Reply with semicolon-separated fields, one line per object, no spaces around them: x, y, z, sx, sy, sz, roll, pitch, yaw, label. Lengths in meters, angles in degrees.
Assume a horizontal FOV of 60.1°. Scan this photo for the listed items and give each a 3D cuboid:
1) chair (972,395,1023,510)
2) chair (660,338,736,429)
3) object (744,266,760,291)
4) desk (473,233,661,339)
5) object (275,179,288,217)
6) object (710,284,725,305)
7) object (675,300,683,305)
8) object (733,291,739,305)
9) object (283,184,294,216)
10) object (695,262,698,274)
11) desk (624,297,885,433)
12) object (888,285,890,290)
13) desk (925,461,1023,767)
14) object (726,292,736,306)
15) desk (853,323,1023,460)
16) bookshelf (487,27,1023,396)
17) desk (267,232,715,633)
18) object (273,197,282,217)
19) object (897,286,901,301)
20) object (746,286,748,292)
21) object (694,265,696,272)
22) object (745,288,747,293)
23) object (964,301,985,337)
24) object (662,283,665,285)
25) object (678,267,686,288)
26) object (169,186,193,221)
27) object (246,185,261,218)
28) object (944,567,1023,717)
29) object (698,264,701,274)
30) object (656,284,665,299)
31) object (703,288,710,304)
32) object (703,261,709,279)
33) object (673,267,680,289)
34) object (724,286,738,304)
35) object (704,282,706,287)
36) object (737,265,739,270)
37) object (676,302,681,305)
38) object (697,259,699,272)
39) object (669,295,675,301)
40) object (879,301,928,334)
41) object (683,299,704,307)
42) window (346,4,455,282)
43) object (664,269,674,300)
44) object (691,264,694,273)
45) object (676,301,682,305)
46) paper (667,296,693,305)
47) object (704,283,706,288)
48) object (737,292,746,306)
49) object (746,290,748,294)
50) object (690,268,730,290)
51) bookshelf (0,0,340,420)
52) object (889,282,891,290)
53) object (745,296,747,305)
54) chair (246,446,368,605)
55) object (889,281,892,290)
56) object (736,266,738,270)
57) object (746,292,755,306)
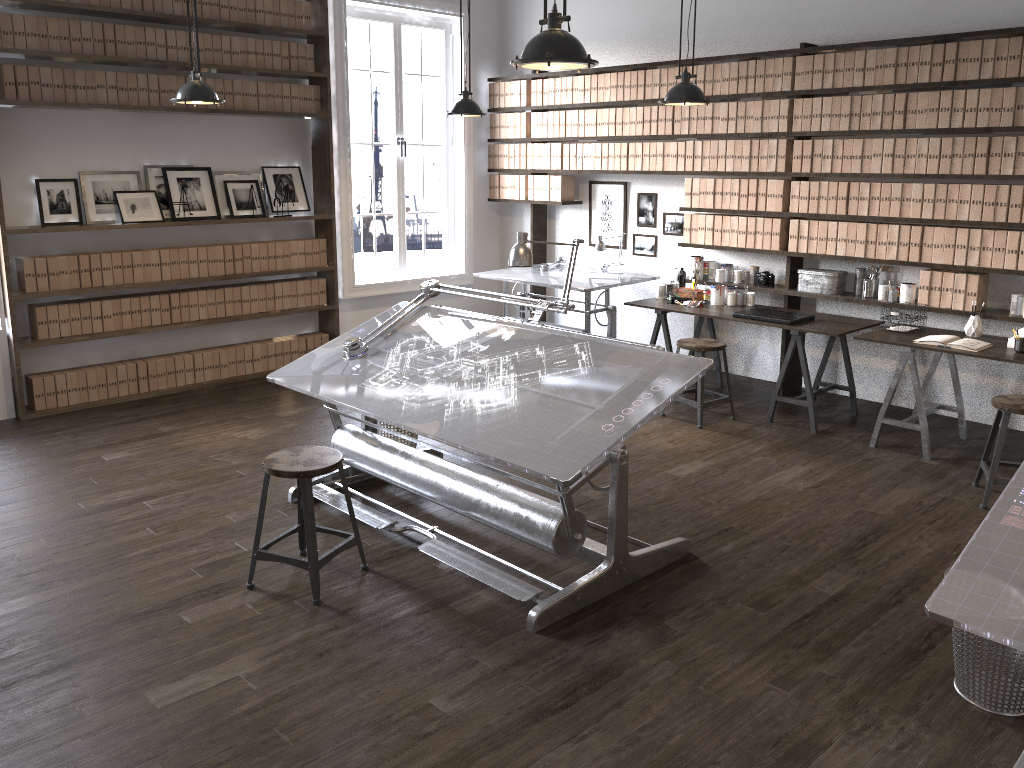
2.563;0.348;4.455;0.372;0.522;0.362;4;13;19;chair
1.250;-0.019;5.901;0.359;0.522;0.374;-8;15;-34;chair
1.781;-0.788;6.575;0.107;0.160;0.238;3;14;11;object
0.489;-0.684;7.354;1.076;1.087;1.276;-12;18;-42;desk
-1.824;-1.473;7.012;0.119;0.301;0.040;-11;16;-43;object
1.506;-0.653;6.492;0.105;0.140;0.104;10;16;38;object
1.229;-0.599;6.506;0.011;0.017;0.173;-2;14;-12;object
1.637;-0.628;6.469;0.044;0.100;0.045;-11;16;-43;object
-1.793;-1.470;7.082;0.111;0.259;0.040;-11;16;-43;object
1.368;-0.807;6.598;0.007;0.212;0.055;-2;12;-8;object
1.640;-0.183;6.258;0.659;0.662;1.678;-12;18;-42;desk
2.471;-0.598;5.783;0.035;0.102;0.004;11;15;41;object
2.101;0.577;1.775;1.082;1.372;2.081;-11;18;-42;desk
1.592;-0.617;6.427;0.062;0.093;0.062;-1;12;-3;object
2.858;0.135;5.007;0.659;0.662;1.678;-12;18;-42;desk
3.071;-0.512;5.344;0.375;3.174;9.230;-10;17;-42;bookshelf
-0.214;-0.027;4.152;1.082;1.372;2.293;-11;18;-42;desk
-1.843;-1.390;6.959;0.067;0.164;0.040;-11;16;-43;object
2.548;-0.591;5.807;0.044;0.100;0.045;-10;16;-40;object
1.708;-0.649;6.473;0.030;0.132;0.004;10;15;41;object
1.358;-0.796;6.618;0.022;0.178;0.006;-4;12;-20;object
1.699;-0.650;6.475;0.036;0.116;0.005;10;15;40;object
2.780;-0.389;5.316;0.101;0.207;0.102;0;12;1;object
1.181;-0.719;6.810;0.070;0.102;0.069;11;16;41;object
1.302;-0.781;6.804;0.069;0.227;0.068;11;16;42;object
-2.410;-1.309;6.438;0.175;0.257;0.040;-11;16;-43;object
-2.001;-1.408;6.839;0.124;0.257;0.040;-11;16;-43;object
1.560;0.822;2.833;0.353;0.374;0.356;-5;14;-22;object
1.382;-0.803;6.606;0.006;0.191;0.056;-11;16;-43;object
1.131;-0.704;6.751;0.068;0.103;0.069;-10;16;-38;object
1.432;-0.645;6.515;0.050;0.111;0.049;11;16;42;object
1.501;-0.888;6.880;0.050;0.138;0.051;11;16;43;object
1.241;-0.770;6.746;0.069;0.235;0.068;11;16;42;object
1.617;-0.656;6.532;0.094;0.127;0.095;-10;16;-39;object
1.440;-0.685;6.588;0.005;0.146;0.033;-10;15;-42;object
1.702;-0.838;6.700;0.004;0.132;0.030;-4;12;-21;object
1.224;-0.595;6.520;0.005;0.005;0.159;-2;14;-9;object
1.382;-0.820;6.615;0.021;0.226;0.007;-7;13;-31;object
1.204;-0.647;6.662;0.049;0.037;0.049;12;18;41;object
2.434;-0.411;5.500;0.285;0.159;0.205;-12;18;-42;object
1.311;-0.592;6.433;0.132;0.050;0.199;-3;14;-14;object
-0.994;-2.063;7.795;1.251;2.286;0.154;-11;16;-43;window
1.189;-0.754;6.698;0.069;0.227;0.068;11;16;42;object
1.365;-0.800;6.618;0.008;0.184;0.071;-10;16;-42;object
1.229;-0.595;6.499;0.006;0.006;0.158;6;15;25;object
1.236;-0.616;6.541;0.155;0.038;0.138;9;16;31;paper
1.442;-0.683;6.578;0.005;0.129;0.040;-10;15;-41;object
1.662;-0.614;6.417;0.062;0.092;0.064;1;12;5;object
1.712;-0.645;6.491;0.035;0.102;0.004;10;15;38;object
1.499;-0.788;6.667;0.345;0.144;0.077;-5;13;-21;object
-2.490;-1.109;6.620;2.486;3.685;0.415;-11;16;-43;bookshelf
2.477;-0.606;5.798;0.028;0.126;0.004;11;16;44;object
1.693;-0.624;6.497;0.054;0.079;0.054;-11;17;-42;object
-0.837;0.553;3.608;0.359;0.522;0.375;6;14;24;chair
2.483;-0.613;5.796;0.041;0.124;0.008;8;14;34;object
1.694;-0.840;6.705;0.005;0.116;0.036;-5;13;-22;object
1.728;-0.614;6.417;0.062;0.093;0.062;1;12;5;object
